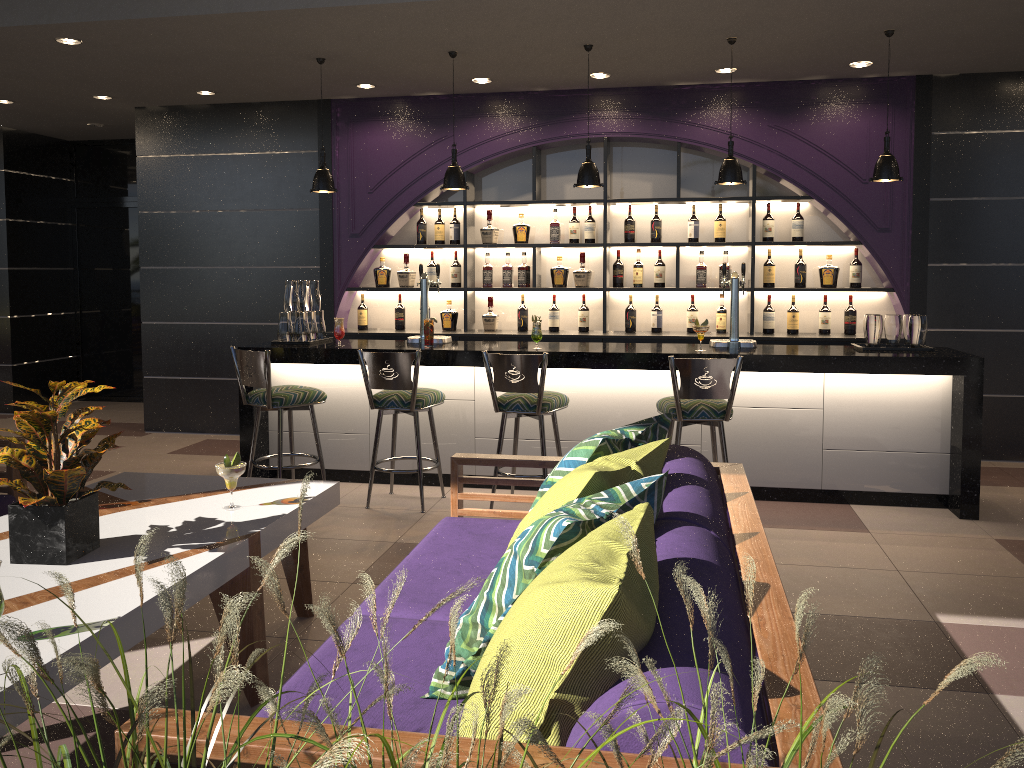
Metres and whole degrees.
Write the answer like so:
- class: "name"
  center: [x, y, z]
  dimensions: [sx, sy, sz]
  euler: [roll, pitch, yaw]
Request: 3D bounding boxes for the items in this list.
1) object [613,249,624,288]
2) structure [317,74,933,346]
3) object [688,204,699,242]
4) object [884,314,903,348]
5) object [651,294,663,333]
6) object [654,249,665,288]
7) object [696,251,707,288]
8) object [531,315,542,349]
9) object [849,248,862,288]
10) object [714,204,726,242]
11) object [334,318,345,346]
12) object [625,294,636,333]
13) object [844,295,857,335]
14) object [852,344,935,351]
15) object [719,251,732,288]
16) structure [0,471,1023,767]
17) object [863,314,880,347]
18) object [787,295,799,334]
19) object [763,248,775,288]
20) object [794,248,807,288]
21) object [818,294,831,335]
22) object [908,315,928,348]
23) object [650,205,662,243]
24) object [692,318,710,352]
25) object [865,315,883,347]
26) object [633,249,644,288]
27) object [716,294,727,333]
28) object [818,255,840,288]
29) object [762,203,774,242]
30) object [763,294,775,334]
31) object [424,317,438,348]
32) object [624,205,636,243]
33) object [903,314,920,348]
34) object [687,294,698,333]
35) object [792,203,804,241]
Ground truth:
- class: "object"
  center: [0.829, -0.899, 6.897]
  dimensions: [0.086, 0.297, 0.086]
  euler: [-3, 5, -30]
- class: "structure"
  center: [0.719, -0.874, 6.829]
  dimensions: [4.628, 2.750, 0.532]
  euler: [1, 4, 11]
- class: "object"
  center: [1.395, -1.239, 6.801]
  dimensions: [0.086, 0.314, 0.104]
  euler: [1, 4, 16]
- class: "object"
  center: [2.310, -0.315, 5.367]
  dimensions: [0.105, 0.208, 0.106]
  euler: [1, 5, 16]
- class: "object"
  center: [1.123, -0.554, 6.860]
  dimensions: [0.086, 0.314, 0.104]
  euler: [1, 4, 16]
- class: "object"
  center: [1.142, -0.892, 6.843]
  dimensions: [0.086, 0.297, 0.086]
  euler: [-3, 5, -30]
- class: "object"
  center: [1.459, -0.883, 6.816]
  dimensions: [0.083, 0.280, 0.083]
  euler: [1, 4, 11]
- class: "object"
  center: [0.153, -0.322, 5.455]
  dimensions: [0.069, 0.210, 0.069]
  euler: [-1, 4, -6]
- class: "object"
  center: [2.556, -0.862, 6.578]
  dimensions: [0.086, 0.297, 0.086]
  euler: [-3, 5, -30]
- class: "object"
  center: [1.592, -1.226, 6.766]
  dimensions: [0.086, 0.297, 0.086]
  euler: [-3, 5, -30]
- class: "object"
  center: [-1.111, -0.334, 5.693]
  dimensions: [0.069, 0.180, 0.069]
  euler: [-1, 4, -17]
- class: "object"
  center: [0.923, -0.549, 6.882]
  dimensions: [0.086, 0.296, 0.086]
  euler: [-3, 5, -30]
- class: "object"
  center: [2.522, -0.517, 6.596]
  dimensions: [0.086, 0.297, 0.086]
  euler: [-3, 5, -30]
- class: "object"
  center: [2.320, -0.224, 5.399]
  dimensions: [0.437, 0.018, 0.274]
  euler: [1, 7, 11]
- class: "object"
  center: [1.631, -0.877, 6.765]
  dimensions: [0.083, 0.280, 0.083]
  euler: [2, 5, 31]
- class: "structure"
  center: [0.225, -0.692, 3.966]
  dimensions: [24.716, 3.109, 7.860]
  euler: [1, 7, 11]
- class: "object"
  center: [2.215, -0.325, 5.445]
  dimensions: [0.105, 0.208, 0.106]
  euler: [1, 5, 16]
- class: "object"
  center: [2.114, -0.522, 6.657]
  dimensions: [0.086, 0.297, 0.086]
  euler: [-3, 5, -30]
- class: "object"
  center: [1.938, -0.870, 6.667]
  dimensions: [0.086, 0.297, 0.086]
  euler: [-3, 5, -30]
- class: "object"
  center: [2.160, -0.867, 6.627]
  dimensions: [0.086, 0.296, 0.086]
  euler: [-3, 5, -30]
- class: "object"
  center: [2.348, -0.522, 6.640]
  dimensions: [0.086, 0.297, 0.086]
  euler: [-3, 5, -30]
- class: "object"
  center: [2.426, -0.306, 5.292]
  dimensions: [0.105, 0.208, 0.106]
  euler: [1, 5, 16]
- class: "object"
  center: [1.117, -1.237, 6.852]
  dimensions: [0.086, 0.296, 0.086]
  euler: [-3, 5, -30]
- class: "object"
  center: [1.125, -0.294, 5.273]
  dimensions: [0.106, 0.196, 0.106]
  euler: [3, 6, 38]
- class: "object"
  center: [2.183, -0.312, 5.341]
  dimensions: [0.105, 0.208, 0.106]
  euler: [1, 5, 16]
- class: "object"
  center: [0.985, -0.901, 6.895]
  dimensions: [0.080, 0.298, 0.080]
  euler: [1, 4, 13]
- class: "object"
  center: [1.616, -0.543, 6.818]
  dimensions: [0.080, 0.298, 0.080]
  euler: [1, 4, 13]
- class: "object"
  center: [2.362, -0.839, 6.595]
  dimensions: [0.151, 0.247, 0.094]
  euler: [3, 5, 29]
- class: "object"
  center: [1.943, -1.221, 6.707]
  dimensions: [0.086, 0.297, 0.086]
  euler: [-3, 5, -30]
- class: "object"
  center: [1.948, -0.530, 6.710]
  dimensions: [0.086, 0.296, 0.086]
  euler: [-3, 5, -30]
- class: "object"
  center: [-0.516, -0.325, 5.577]
  dimensions: [0.084, 0.189, 0.067]
  euler: [3, 5, 36]
- class: "object"
  center: [0.917, -1.242, 6.889]
  dimensions: [0.086, 0.297, 0.086]
  euler: [-3, 5, -30]
- class: "object"
  center: [2.440, -0.320, 5.406]
  dimensions: [0.105, 0.208, 0.106]
  euler: [1, 5, 16]
- class: "object"
  center: [1.391, -0.543, 6.819]
  dimensions: [0.086, 0.297, 0.086]
  euler: [-3, 5, -30]
- class: "object"
  center: [2.152, -1.215, 6.662]
  dimensions: [0.086, 0.296, 0.086]
  euler: [-3, 5, -30]
